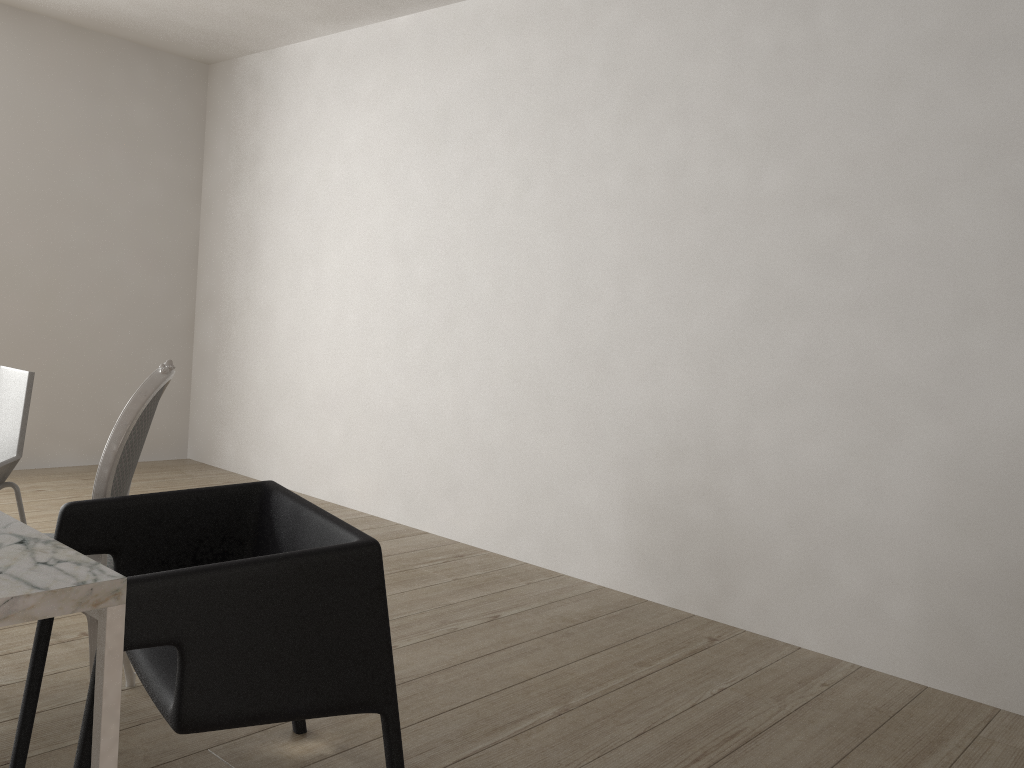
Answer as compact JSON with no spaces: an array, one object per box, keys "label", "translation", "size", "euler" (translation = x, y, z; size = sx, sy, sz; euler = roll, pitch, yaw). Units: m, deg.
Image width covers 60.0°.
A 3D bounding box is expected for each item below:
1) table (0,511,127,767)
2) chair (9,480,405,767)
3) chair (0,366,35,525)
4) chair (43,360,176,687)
[{"label":"table","translation":[-1.510,0.466,1.502],"size":[1.781,0.583,0.870],"euler":[8,5,41]},{"label":"chair","translation":[-0.559,0.529,1.648],"size":[0.609,0.597,0.569],"euler":[2,5,-34]},{"label":"chair","translation":[-1.590,0.322,2.399],"size":[0.470,0.745,0.439],"euler":[6,4,26]},{"label":"chair","translation":[-1.043,0.343,1.993],"size":[0.505,0.833,0.480],"euler":[3,4,-17]}]
